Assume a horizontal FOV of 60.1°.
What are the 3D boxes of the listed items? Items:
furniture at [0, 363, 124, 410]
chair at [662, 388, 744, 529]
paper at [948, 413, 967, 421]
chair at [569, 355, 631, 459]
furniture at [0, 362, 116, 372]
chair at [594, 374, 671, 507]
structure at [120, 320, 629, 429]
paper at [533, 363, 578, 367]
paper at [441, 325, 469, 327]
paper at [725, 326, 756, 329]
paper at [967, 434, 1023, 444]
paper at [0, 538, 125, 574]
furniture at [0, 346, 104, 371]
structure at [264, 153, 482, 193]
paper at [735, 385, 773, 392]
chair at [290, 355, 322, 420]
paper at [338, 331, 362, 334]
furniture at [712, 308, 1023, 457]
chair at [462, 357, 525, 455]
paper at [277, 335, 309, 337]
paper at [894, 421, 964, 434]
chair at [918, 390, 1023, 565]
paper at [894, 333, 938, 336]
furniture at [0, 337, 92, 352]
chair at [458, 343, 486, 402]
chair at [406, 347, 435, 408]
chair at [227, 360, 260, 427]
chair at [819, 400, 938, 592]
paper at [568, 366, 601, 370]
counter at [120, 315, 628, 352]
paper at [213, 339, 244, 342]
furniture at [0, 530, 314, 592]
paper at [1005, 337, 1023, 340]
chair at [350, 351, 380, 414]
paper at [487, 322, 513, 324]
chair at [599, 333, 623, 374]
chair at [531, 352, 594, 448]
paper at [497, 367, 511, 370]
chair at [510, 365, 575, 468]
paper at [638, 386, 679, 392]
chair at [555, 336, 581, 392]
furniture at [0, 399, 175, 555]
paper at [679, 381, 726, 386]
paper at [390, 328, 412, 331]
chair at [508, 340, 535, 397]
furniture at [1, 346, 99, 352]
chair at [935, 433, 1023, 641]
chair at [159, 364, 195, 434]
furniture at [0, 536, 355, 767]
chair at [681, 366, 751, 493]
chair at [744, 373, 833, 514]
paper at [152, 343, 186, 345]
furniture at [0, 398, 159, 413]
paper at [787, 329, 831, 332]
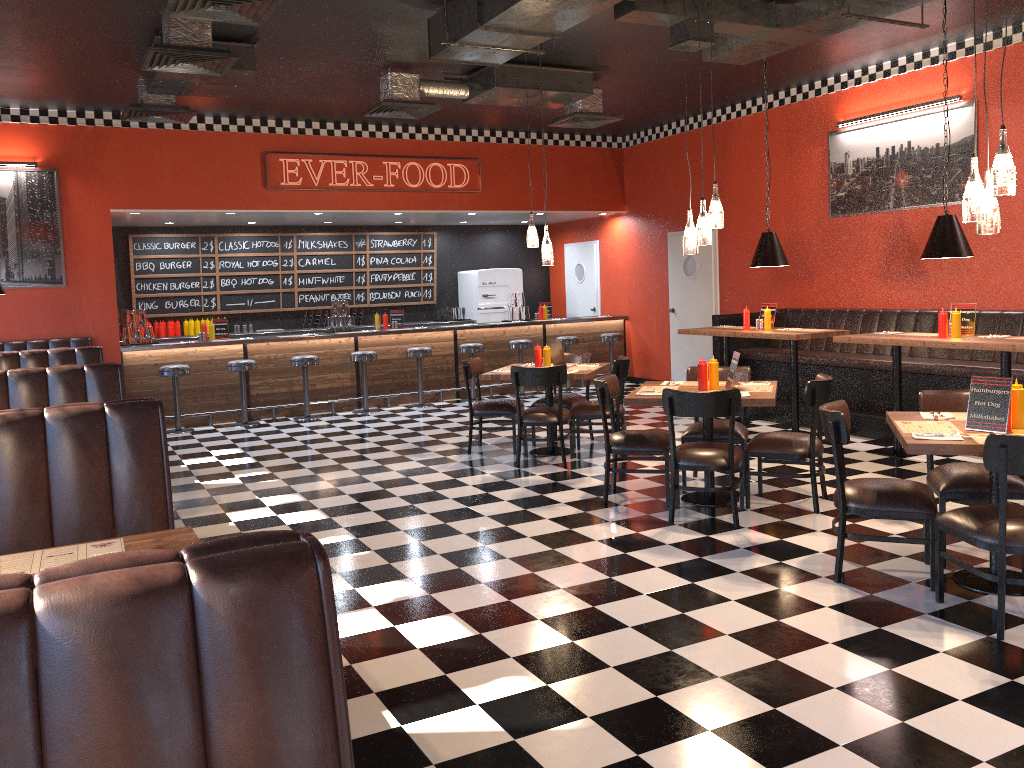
[{"bbox_3d":[-3.114,0.530,5.087,1.712,1.151,0.707,-5,5,-27],"label":"furniture"},{"bbox_3d":[1.236,0.436,5.682,0.486,0.865,0.546,-1,5,18],"label":"chair"},{"bbox_3d":[2.451,0.171,4.595,0.365,0.001,0.262,0,7,19],"label":"paper"},{"bbox_3d":[0.799,0.198,7.924,0.544,0.865,0.488,-1,5,13],"label":"chair"},{"bbox_3d":[-3.439,0.472,5.712,1.712,1.151,0.707,-5,5,-27],"label":"furniture"},{"bbox_3d":[0.866,0.381,6.293,0.544,0.865,0.488,-1,5,15],"label":"chair"},{"bbox_3d":[-1.359,-0.157,11.825,7.051,1.036,0.216,-6,5,-27],"label":"structure"},{"bbox_3d":[0.412,-0.180,8.376,0.365,0.001,0.262,0,7,20],"label":"paper"},{"bbox_3d":[-0.801,-0.800,12.251,0.366,0.001,0.261,-6,8,-31],"label":"paper"},{"bbox_3d":[2.426,-0.594,9.329,0.261,0.001,0.366,-5,7,-25],"label":"paper"},{"bbox_3d":[2.272,0.247,3.982,0.365,0.001,0.262,0,7,16],"label":"paper"},{"bbox_3d":[-1.389,0.534,2.721,0.366,0.001,0.261,-5,7,-26],"label":"paper"},{"bbox_3d":[-4.216,0.333,7.204,1.712,1.151,0.707,-5,5,-27],"label":"furniture"},{"bbox_3d":[-1.717,-2.704,11.415,2.879,0.437,0.122,-6,5,-27],"label":"structure"},{"bbox_3d":[1.655,0.032,6.090,0.261,0.001,0.367,0,7,18],"label":"paper"},{"bbox_3d":[-2.537,0.036,10.909,0.348,0.772,0.349,0,5,23],"label":"chair"},{"bbox_3d":[-2.110,-0.673,11.587,0.366,0.001,0.261,-5,7,-26],"label":"paper"},{"bbox_3d":[4.785,0.070,6.431,1.105,1.145,8.777,-5,7,-27],"label":"furniture"},{"bbox_3d":[-0.185,0.191,8.322,0.544,0.865,0.488,-1,5,12],"label":"chair"},{"bbox_3d":[-2.785,-0.609,11.253,0.366,0.001,0.261,-5,7,-26],"label":"paper"},{"bbox_3d":[2.048,0.212,4.369,0.261,0.001,0.367,0,7,17],"label":"paper"},{"bbox_3d":[2.508,0.484,4.823,0.486,0.865,0.546,-1,5,13],"label":"chair"},{"bbox_3d":[3.434,-0.415,7.409,0.261,0.001,0.366,-5,7,-25],"label":"paper"},{"bbox_3d":[-5.323,0.134,9.329,1.712,1.151,0.707,-5,5,-27],"label":"furniture"},{"bbox_3d":[-0.538,-0.160,11.943,0.348,0.772,0.349,-1,5,18],"label":"chair"},{"bbox_3d":[-1.205,-0.095,11.598,0.348,0.772,0.349,-1,5,18],"label":"chair"},{"bbox_3d":[-3.203,0.101,10.564,0.348,0.772,0.349,0,5,23],"label":"chair"},{"bbox_3d":[1.868,0.541,4.539,0.544,0.865,0.488,0,5,22],"label":"chair"},{"bbox_3d":[0.644,-0.141,7.959,0.261,0.001,0.367,0,7,18],"label":"paper"},{"bbox_3d":[-1.523,-0.724,12.062,7.051,0.050,0.677,-6,7,-27],"label":"counter"},{"bbox_3d":[-3.490,-0.537,10.862,0.366,0.001,0.261,-5,7,-26],"label":"paper"},{"bbox_3d":[-1.234,0.867,1.479,1.712,1.151,0.707,-5,5,-27],"label":"furniture"},{"bbox_3d":[3.901,-0.337,6.563,0.261,0.001,0.366,-5,7,-25],"label":"paper"},{"bbox_3d":[-1.871,-0.030,11.253,0.348,0.772,0.349,-1,4,13],"label":"chair"},{"bbox_3d":[-0.167,-0.867,12.618,0.366,0.001,0.261,-5,7,-26],"label":"paper"},{"bbox_3d":[1.461,-0.357,12.977,0.348,0.772,0.349,-1,5,18],"label":"chair"},{"bbox_3d":[0.500,0.137,8.562,0.486,0.865,0.546,0,5,29],"label":"chair"},{"bbox_3d":[0.004,-0.139,8.157,0.261,0.001,0.367,0,7,18],"label":"paper"},{"bbox_3d":[0.268,0.252,7.634,0.486,0.865,0.546,-1,5,12],"label":"chair"},{"bbox_3d":[1.038,0.036,6.265,0.261,0.001,0.367,0,7,16],"label":"paper"},{"bbox_3d":[0.794,-0.291,12.632,0.349,0.772,0.349,-4,5,-22],"label":"chair"},{"bbox_3d":[-2.011,0.728,2.970,1.712,1.151,0.707,-5,5,-27],"label":"furniture"},{"bbox_3d":[1.423,-0.005,6.491,0.365,0.001,0.262,0,7,16],"label":"paper"},{"bbox_3d":[-1.496,-0.733,11.897,0.366,0.001,0.261,-5,7,-26],"label":"paper"},{"bbox_3d":[0.128,-0.226,12.287,0.349,0.772,0.349,-5,5,-27],"label":"chair"},{"bbox_3d":[-4.542,0.274,7.829,1.712,1.151,0.707,-5,5,-27],"label":"furniture"},{"bbox_3d":[2.209,0.604,3.872,0.486,0.865,0.546,-3,5,-4],"label":"chair"},{"bbox_3d":[-3.870,0.166,10.220,0.348,0.772,0.349,-1,5,18],"label":"chair"},{"bbox_3d":[-0.909,0.926,0.854,1.712,1.151,0.707,-5,5,-27],"label":"furniture"},{"bbox_3d":[1.535,0.316,6.633,0.486,0.865,0.546,-1,5,21],"label":"chair"},{"bbox_3d":[1.876,0.379,5.966,0.544,0.865,0.488,0,5,27],"label":"chair"},{"bbox_3d":[-4.082,-0.477,10.540,0.366,0.001,0.261,-5,7,-26],"label":"paper"},{"bbox_3d":[-2.337,0.670,3.596,1.712,1.151,0.707,-5,5,-27],"label":"furniture"},{"bbox_3d":[2.862,-0.514,8.474,0.261,0.001,0.366,-5,7,-25],"label":"paper"}]
